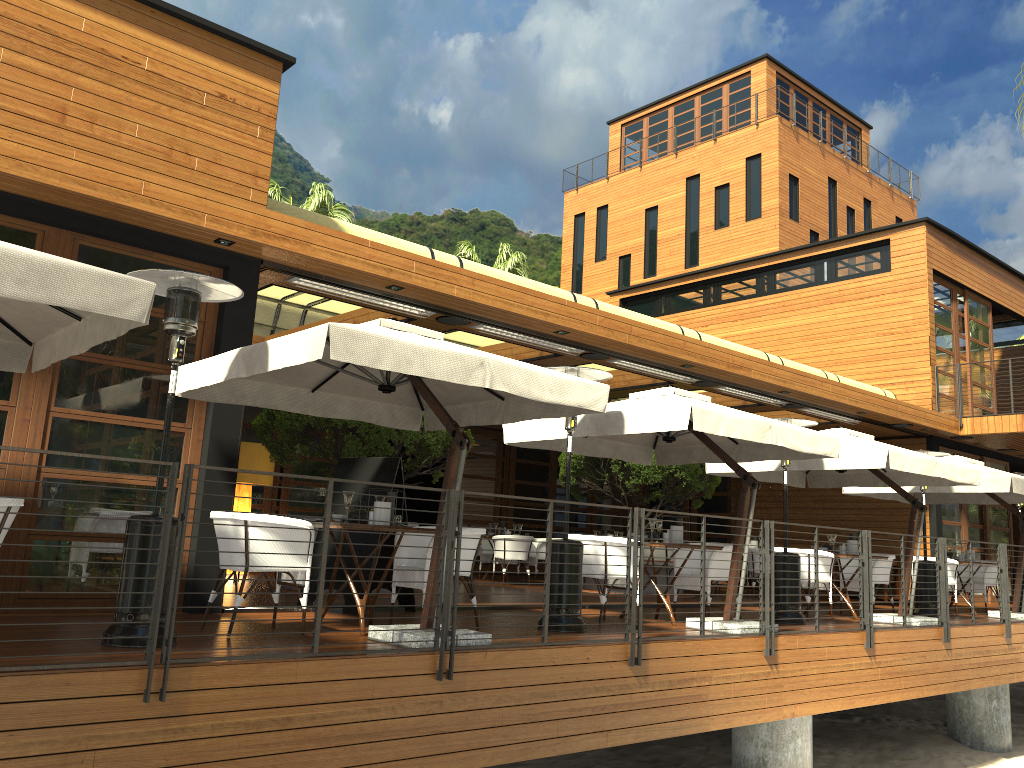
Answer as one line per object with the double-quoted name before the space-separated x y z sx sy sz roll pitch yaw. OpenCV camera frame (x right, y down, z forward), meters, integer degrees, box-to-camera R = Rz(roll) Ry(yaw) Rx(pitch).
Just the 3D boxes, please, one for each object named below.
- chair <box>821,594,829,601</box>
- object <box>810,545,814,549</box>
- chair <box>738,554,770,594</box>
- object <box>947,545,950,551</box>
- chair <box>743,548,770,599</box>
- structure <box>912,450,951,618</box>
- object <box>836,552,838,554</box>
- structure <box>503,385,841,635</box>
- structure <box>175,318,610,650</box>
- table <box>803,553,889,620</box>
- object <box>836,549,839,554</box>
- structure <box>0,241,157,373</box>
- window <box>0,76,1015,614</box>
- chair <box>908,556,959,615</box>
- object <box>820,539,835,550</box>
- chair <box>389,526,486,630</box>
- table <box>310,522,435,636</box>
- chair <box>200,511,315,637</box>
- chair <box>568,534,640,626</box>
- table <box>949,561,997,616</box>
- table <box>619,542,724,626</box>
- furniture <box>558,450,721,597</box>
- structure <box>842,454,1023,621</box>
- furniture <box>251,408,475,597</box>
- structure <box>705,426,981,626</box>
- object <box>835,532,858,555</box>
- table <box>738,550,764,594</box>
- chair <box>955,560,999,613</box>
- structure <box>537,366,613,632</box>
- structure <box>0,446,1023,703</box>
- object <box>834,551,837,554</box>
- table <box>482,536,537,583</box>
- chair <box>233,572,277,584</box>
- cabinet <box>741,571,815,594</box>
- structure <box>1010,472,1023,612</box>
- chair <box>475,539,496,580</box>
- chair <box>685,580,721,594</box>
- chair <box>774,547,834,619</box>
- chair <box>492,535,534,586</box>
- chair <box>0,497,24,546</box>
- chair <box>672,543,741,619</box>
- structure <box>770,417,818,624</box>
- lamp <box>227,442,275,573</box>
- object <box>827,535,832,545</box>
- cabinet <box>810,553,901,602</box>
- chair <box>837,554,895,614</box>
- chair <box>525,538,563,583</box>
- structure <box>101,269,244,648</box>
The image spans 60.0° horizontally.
"chair" 5.047 3.230 14.959 0.617 0.791 0.625 2 -11 5
"object" 3.712 2.030 10.903 0.086 0.086 0.086 11 -13 -35
"chair" 4.340 3.363 15.921 0.627 0.791 0.614 2 -11 5
"object" 6.588 2.555 13.407 0.082 0.228 0.082 12 -14 -39
"chair" 4.078 3.063 14.311 0.627 0.791 0.614 2 -11 5
"structure" 5.468 1.964 11.752 0.699 2.200 0.697 -5 -14 36
"object" 4.185 2.137 11.185 0.170 0.025 0.294 12 -13 -40
"structure" 1.544 1.162 8.795 2.409 2.341 2.410 12 -14 -40
"structure" -0.988 0.641 6.632 2.409 2.341 2.410 12 -14 -40
"table" 3.954 2.458 10.840 0.930 0.752 0.930 12 -14 -40
"object" 4.100 2.089 11.053 0.116 0.065 0.116 12 -14 -41
"structure" -3.520 0.121 4.470 2.409 2.341 2.410 12 -14 -40
"window" 5.060 -4.394 21.380 14.484 18.027 38.294 -2 -12 26
"chair" 5.951 2.857 12.587 0.615 0.791 0.626 12 -14 -39
"object" 3.910 2.014 11.021 0.167 0.179 0.163 12 -14 -38
"chair" -0.564 1.512 6.990 0.615 0.791 0.626 12 -14 -39
"table" -1.124 1.414 6.503 0.930 0.752 0.930 12 -14 -40
"chair" -1.745 1.275 6.014 0.615 0.791 0.626 12 -14 -39
"chair" 0.827 1.804 8.210 0.615 0.791 0.626 12 -14 -39
"table" 6.500 2.981 13.014 0.930 0.752 0.930 12 -14 -40
"table" 1.415 1.936 8.671 0.930 0.752 0.930 12 -14 -40
"furniture" 2.021 1.993 14.342 2.613 2.732 2.687 -6 -14 39
"structure" 6.608 2.202 13.120 2.409 2.341 2.410 12 -14 -40
"furniture" -1.911 1.201 11.075 2.569 2.732 2.709 0 -11 14
"structure" 4.076 1.682 10.957 2.409 2.341 2.410 12 -14 -40
"object" 4.109 1.944 10.804 0.263 0.265 0.262 2 -11 4
"table" 4.131 3.236 15.164 1.164 0.752 1.164 10 -13 -35
"chair" 7.132 3.094 13.563 0.615 0.791 0.626 12 -14 -39
"structure" 0.466 0.936 7.481 0.699 2.200 0.697 -5 -14 36
"structure" 5.500 2.461 10.616 26.214 1.157 0.163 12 -14 -40
"object" 4.034 2.109 11.123 0.080 0.042 0.080 1 -10 10
"table" -0.172 2.995 15.110 1.165 0.752 1.162 -3 -12 29
"chair" -3.236 2.169 11.494 0.616 0.791 0.625 5 -11 -10
"cabinet" 5.208 3.679 17.556 0.556 0.841 1.608 12 -14 -40
"structure" 7.978 2.479 13.896 0.699 2.200 0.697 -5 -14 36
"chair" -0.442 3.100 15.891 0.627 0.791 0.615 7 -11 -19
"chair" 3.248 3.181 15.231 0.617 0.791 0.625 2 -11 5
"chair" 3.389 2.331 10.398 0.615 0.791 0.626 12 -14 -39
"chair" 0.015 2.845 14.316 0.627 0.791 0.615 7 -11 -19
"chair" -3.080 0.995 4.841 0.615 0.791 0.626 12 -14 -39
"chair" 2.052 2.050 9.224 0.615 0.791 0.626 12 -14 -39
"structure" 2.963 1.449 9.613 0.699 2.200 0.697 -5 -14 36
"lamp" -4.238 1.938 13.687 0.973 2.018 0.970 -3 -12 29
"object" 4.028 2.029 11.220 0.082 0.228 0.082 12 -14 -39
"cabinet" 6.278 3.523 16.350 0.556 0.841 1.608 12 -14 -40
"chair" 4.570 2.568 11.375 0.615 0.791 0.626 12 -14 -39
"chair" 0.610 3.053 15.309 0.616 0.791 0.626 7 -11 -19
"structure" -2.082 0.412 5.304 0.699 2.200 0.697 -5 -14 36
